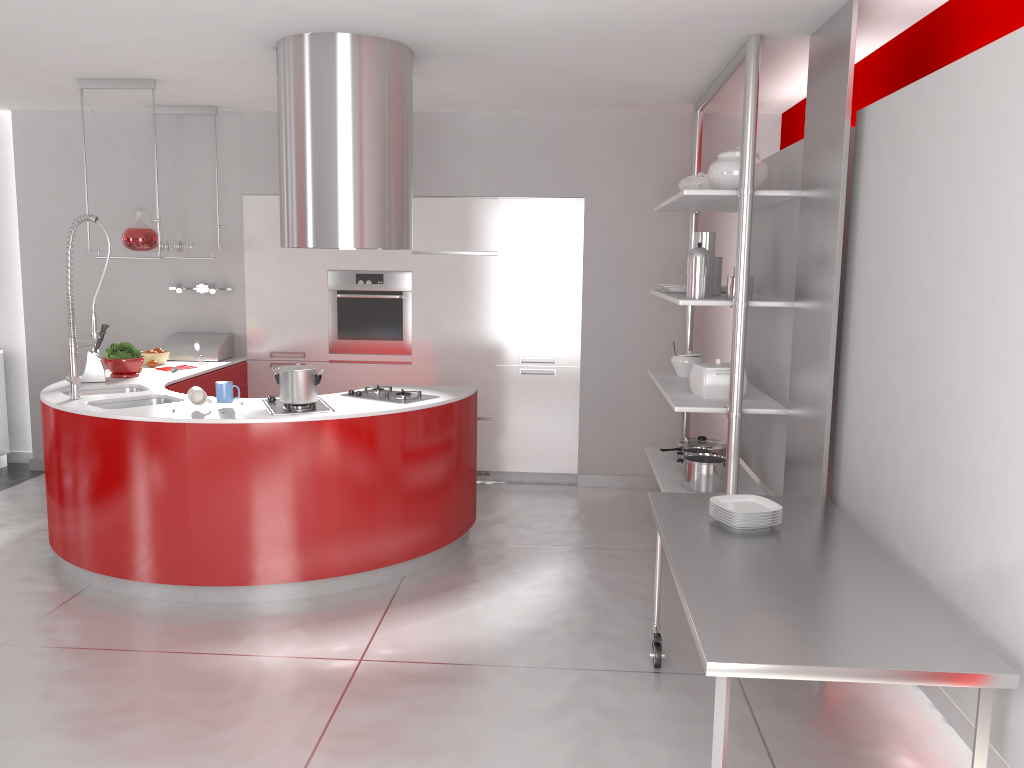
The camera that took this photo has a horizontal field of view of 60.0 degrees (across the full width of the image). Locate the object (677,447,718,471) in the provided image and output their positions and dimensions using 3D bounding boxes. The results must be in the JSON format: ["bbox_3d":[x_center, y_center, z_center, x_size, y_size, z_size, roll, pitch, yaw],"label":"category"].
[{"bbox_3d":[1.070,0.442,5.124,0.196,0.122,0.182,-6,10,-38],"label":"object"}]

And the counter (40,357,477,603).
[{"bbox_3d":[-1.749,0.429,5.167,2.865,0.880,1.868,7,10,37],"label":"counter"}]

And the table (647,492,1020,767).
[{"bbox_3d":[0.852,0.896,2.843,0.749,0.682,1.627,1,8,5],"label":"table"}]

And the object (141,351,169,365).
[{"bbox_3d":[-2.388,-0.170,5.904,0.201,0.086,0.201,1,8,4],"label":"object"}]

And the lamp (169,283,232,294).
[{"bbox_3d":[-2.216,-0.672,6.270,0.454,0.081,0.155,1,8,3],"label":"lamp"}]

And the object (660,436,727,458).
[{"bbox_3d":[1.123,0.387,5.483,0.407,0.130,0.308,2,8,11],"label":"object"}]

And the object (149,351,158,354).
[{"bbox_3d":[-2.366,-0.194,5.859,0.062,0.049,0.066,2,8,11],"label":"object"}]

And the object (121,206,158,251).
[{"bbox_3d":[-2.254,-0.943,5.374,0.213,0.266,0.213,6,9,31],"label":"object"}]

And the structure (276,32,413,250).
[{"bbox_3d":[-0.810,-1.140,4.338,0.644,0.958,0.644,-4,9,-30],"label":"structure"}]

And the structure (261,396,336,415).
[{"bbox_3d":[-1.058,0.090,4.360,0.303,0.037,0.457,-2,9,-21],"label":"structure"}]

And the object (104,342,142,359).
[{"bbox_3d":[-2.320,-0.155,5.292,0.193,0.182,0.198,2,8,9],"label":"object"}]

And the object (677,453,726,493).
[{"bbox_3d":[1.033,0.476,4.743,0.259,0.161,0.240,-1,8,-13],"label":"object"}]

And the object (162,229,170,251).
[{"bbox_3d":[-2.289,-0.948,5.855,0.060,0.141,0.060,1,8,3],"label":"object"}]

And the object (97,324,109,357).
[{"bbox_3d":[-2.374,-0.180,5.069,0.150,0.322,0.014,-3,9,-25],"label":"object"}]

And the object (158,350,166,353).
[{"bbox_3d":[-2.342,-0.202,5.921,0.062,0.049,0.066,1,8,0],"label":"object"}]

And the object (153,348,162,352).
[{"bbox_3d":[-2.382,-0.214,5.967,0.066,0.058,0.055,-1,8,-11],"label":"object"}]

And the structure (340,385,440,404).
[{"bbox_3d":[-0.649,0.048,4.701,0.457,0.037,0.303,6,10,33],"label":"structure"}]

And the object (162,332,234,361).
[{"bbox_3d":[-2.211,-0.265,6.240,0.400,0.170,0.300,1,8,3],"label":"object"}]

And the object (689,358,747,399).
[{"bbox_3d":[1.064,-0.033,4.585,0.235,0.197,0.282,0,8,-7],"label":"object"}]

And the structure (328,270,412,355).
[{"bbox_3d":[-1.010,-0.503,6.283,0.599,0.589,0.050,1,8,3],"label":"structure"}]

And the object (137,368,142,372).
[{"bbox_3d":[-2.333,-0.097,5.513,0.063,0.048,0.064,-2,8,-18],"label":"object"}]

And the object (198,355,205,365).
[{"bbox_3d":[-2.082,-0.163,5.940,0.042,0.066,0.043,3,8,16],"label":"object"}]

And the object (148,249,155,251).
[{"bbox_3d":[-2.373,-0.947,5.835,0.060,0.141,0.060,-2,9,-20],"label":"object"}]

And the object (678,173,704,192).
[{"bbox_3d":[1.105,-1.157,5.271,0.231,0.191,0.231,9,11,43],"label":"object"}]

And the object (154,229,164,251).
[{"bbox_3d":[-2.294,-0.934,5.756,0.060,0.141,0.060,1,8,3],"label":"object"}]

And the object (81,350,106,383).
[{"bbox_3d":[-2.400,-0.103,5.070,0.137,0.178,0.091,-3,9,-23],"label":"object"}]

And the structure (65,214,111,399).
[{"bbox_3d":[-2.147,-0.385,4.458,0.178,0.920,0.308,-7,11,-43],"label":"structure"}]

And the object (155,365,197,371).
[{"bbox_3d":[-2.166,-0.103,5.722,0.168,0.006,0.266,6,9,30],"label":"object"}]

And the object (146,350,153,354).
[{"bbox_3d":[-2.404,-0.202,5.911,0.062,0.052,0.065,-1,8,-12],"label":"object"}]

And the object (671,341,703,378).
[{"bbox_3d":[1.055,-0.150,5.340,0.192,0.214,0.192,-1,8,-10],"label":"object"}]

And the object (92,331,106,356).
[{"bbox_3d":[-2.371,-0.160,5.043,0.130,0.279,0.012,-3,9,-25],"label":"object"}]

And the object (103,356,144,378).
[{"bbox_3d":[-2.321,-0.103,5.310,0.228,0.118,0.229,-3,9,-25],"label":"object"}]

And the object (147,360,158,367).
[{"bbox_3d":[-2.338,-0.131,5.767,0.063,0.047,0.065,1,8,3],"label":"object"}]

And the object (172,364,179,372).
[{"bbox_3d":[-2.152,-0.101,5.667,0.041,0.008,0.375,-2,9,-20],"label":"object"}]
